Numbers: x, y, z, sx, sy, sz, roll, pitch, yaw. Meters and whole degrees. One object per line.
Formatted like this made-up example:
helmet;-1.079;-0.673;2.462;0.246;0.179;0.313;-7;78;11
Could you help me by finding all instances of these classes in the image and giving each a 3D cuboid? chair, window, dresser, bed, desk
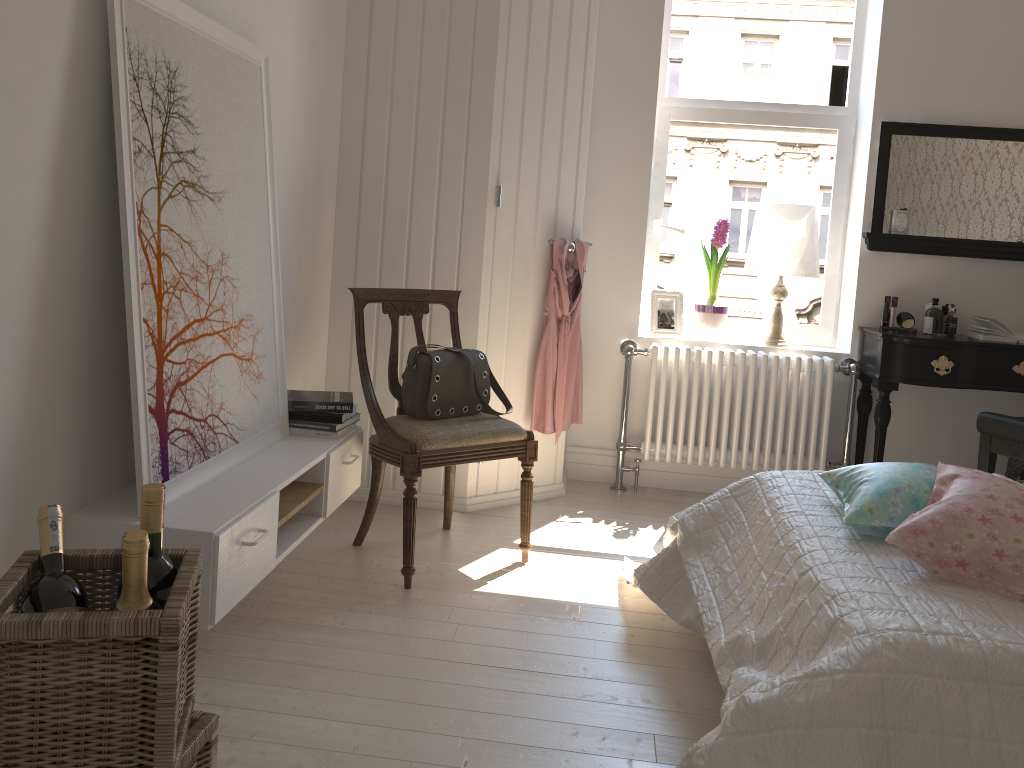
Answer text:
chair;-0.263;0.137;3.043;0.520;0.885;0.542;0;6;-39
chair;2.000;0.296;3.157;0.456;0.856;0.462;2;5;-24
window;1.143;-1.097;4.215;0.950;1.771;0.111;5;4;6
dresser;-0.164;-0.823;3.775;1.025;2.567;0.706;5;4;6
bed;1.366;0.565;1.912;2.212;0.627;1.971;5;9;6
desk;2.049;0.228;3.717;1.106;0.818;0.439;5;5;6

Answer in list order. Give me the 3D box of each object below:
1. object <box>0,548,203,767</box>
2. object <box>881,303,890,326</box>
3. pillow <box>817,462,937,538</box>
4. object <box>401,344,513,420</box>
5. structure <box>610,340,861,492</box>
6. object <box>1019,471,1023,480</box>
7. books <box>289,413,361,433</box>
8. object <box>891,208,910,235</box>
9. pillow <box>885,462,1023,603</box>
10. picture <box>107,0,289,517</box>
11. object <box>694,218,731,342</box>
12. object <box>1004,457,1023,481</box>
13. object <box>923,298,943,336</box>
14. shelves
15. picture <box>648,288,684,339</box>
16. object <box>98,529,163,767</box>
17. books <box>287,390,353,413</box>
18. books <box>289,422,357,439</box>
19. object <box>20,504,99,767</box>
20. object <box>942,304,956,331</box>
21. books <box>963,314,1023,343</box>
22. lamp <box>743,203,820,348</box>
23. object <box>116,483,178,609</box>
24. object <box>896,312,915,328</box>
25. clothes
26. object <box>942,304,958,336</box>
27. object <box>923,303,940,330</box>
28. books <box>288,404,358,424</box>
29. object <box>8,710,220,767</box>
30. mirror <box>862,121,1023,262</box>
object;-0.635;0.429;1.337;0.275;0.268;0.279;3;7;-13
object;1.631;-0.296;3.849;0.031;0.119;0.054;8;6;44
pillow;0.918;0.274;2.033;0.362;0.167;0.385;6;8;11
object;-0.190;-0.014;3.025;0.400;0.246;0.214;-2;9;-39
structure;0.999;0.187;3.966;1.068;0.678;0.167;5;4;6
object;2.332;0.447;3.703;0.396;0.429;0.394;9;8;37
books;-0.646;0.110;2.835;0.259;0.022;0.213;6;9;11
object;1.715;-0.718;3.893;0.072;0.120;0.037;5;4;11
pillow;0.979;0.302;1.749;0.355;0.201;0.395;10;10;38
picture;-0.772;-0.358;2.270;0.164;1.154;0.860;4;5;6
object;0.945;-0.491;4.127;0.156;0.574;0.158;4;4;-9
object;2.261;0.436;3.712;0.367;0.330;0.305;5;6;7
object;1.799;-0.287;3.762;0.070;0.157;0.071;4;4;0
shelves;-0.709;0.315;2.402;0.368;0.208;1.125;5;9;5
picture;0.721;-0.327;4.116;0.176;0.224;0.050;3;4;-14
object;-0.554;0.381;1.299;0.094;0.359;0.128;3;4;-14
books;-0.643;0.055;2.834;0.258;0.032;0.193;2;9;-11
books;-0.641;0.134;2.828;0.242;0.022;0.193;5;9;8
object;-0.691;0.379;1.340;0.095;0.330;0.287;1;6;-34
object;1.912;-0.284;3.871;0.057;0.133;0.058;1;5;-33
books;2.100;-0.231;3.737;0.279;0.095;0.228;5;8;8
lamp;1.242;-0.498;4.074;0.340;0.648;0.343;6;5;18
object;-0.581;0.348;1.410;0.095;0.375;0.095;6;4;23
object;1.697;-0.271;3.827;0.083;0.085;0.080;-2;9;-44
clothes;0.216;-0.181;3.743;0.093;0.871;0.330;7;5;35
object;1.878;-0.274;3.778;0.054;0.138;0.054;0;6;-45
object;1.831;-0.287;3.853;0.057;0.133;0.058;1;5;-33
books;-0.637;0.086;2.830;0.239;0.028;0.192;5;9;4
object;-0.649;0.692;1.364;0.276;0.268;0.278;5;6;6
mirror;2.130;-0.827;3.838;1.118;0.569;0.067;5;4;6
